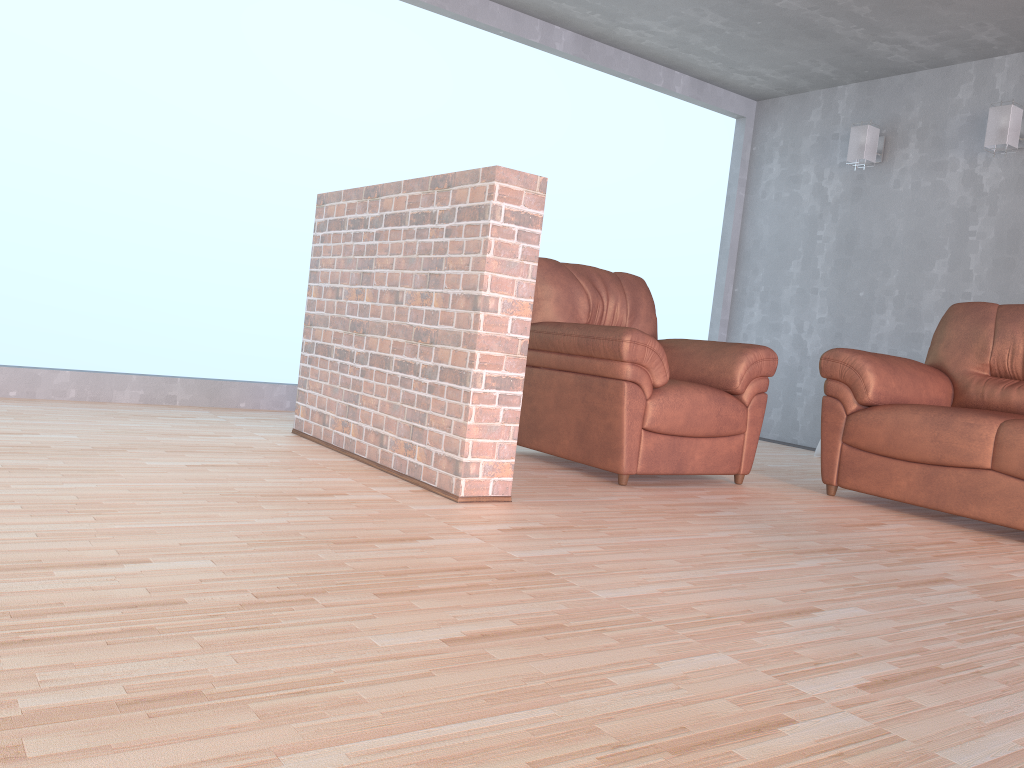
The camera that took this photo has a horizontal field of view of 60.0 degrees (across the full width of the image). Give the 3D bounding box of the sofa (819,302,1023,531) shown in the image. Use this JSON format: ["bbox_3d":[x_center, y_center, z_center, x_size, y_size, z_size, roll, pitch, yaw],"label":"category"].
[{"bbox_3d":[2.365,0.127,3.364,0.981,0.923,2.202,4,4,-35],"label":"sofa"}]

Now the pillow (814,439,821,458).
[{"bbox_3d":[2.086,0.330,5.518,0.241,0.326,0.327,5,4,-31],"label":"pillow"}]

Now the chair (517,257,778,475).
[{"bbox_3d":[0.541,-0.100,4.035,0.970,0.879,0.936,4,4,-36],"label":"chair"}]

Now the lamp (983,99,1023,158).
[{"bbox_3d":[2.783,-1.436,5.000,0.177,0.319,0.165,4,4,-35],"label":"lamp"}]

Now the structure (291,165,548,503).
[{"bbox_3d":[-0.429,-0.223,3.394,0.211,1.057,1.422,4,4,-35],"label":"structure"}]

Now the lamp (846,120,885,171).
[{"bbox_3d":[2.275,-1.534,5.716,0.168,0.319,0.165,4,4,-35],"label":"lamp"}]
